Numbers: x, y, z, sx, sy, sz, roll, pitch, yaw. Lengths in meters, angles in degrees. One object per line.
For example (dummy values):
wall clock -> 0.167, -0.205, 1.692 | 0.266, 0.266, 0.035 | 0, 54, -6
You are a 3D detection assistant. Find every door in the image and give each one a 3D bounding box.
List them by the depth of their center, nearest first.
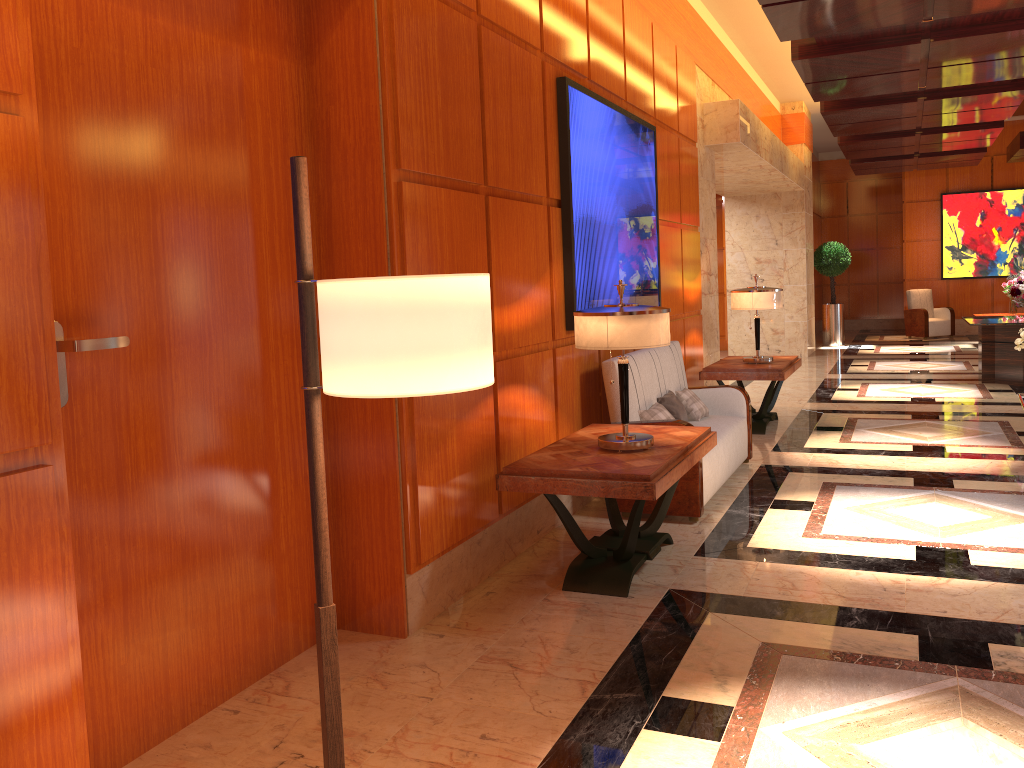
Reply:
door -> -0.949, -0.194, 2.884 | 0.340, 2.643, 1.543 | -1, 5, 24

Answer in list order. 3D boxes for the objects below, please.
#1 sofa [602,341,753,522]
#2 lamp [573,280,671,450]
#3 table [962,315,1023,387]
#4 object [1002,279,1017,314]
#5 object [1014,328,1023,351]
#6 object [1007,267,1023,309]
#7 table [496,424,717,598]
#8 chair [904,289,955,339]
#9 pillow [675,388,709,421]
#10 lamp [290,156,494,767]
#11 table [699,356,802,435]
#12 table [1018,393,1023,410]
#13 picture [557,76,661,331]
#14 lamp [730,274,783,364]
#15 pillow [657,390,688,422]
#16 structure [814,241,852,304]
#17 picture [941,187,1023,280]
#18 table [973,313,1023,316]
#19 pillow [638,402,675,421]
sofa -> 1.152, 0.224, 5.941 | 0.612, 0.929, 1.805 | 0, 6, 25
lamp -> 0.532, -0.101, 4.229 | 0.459, 0.791, 0.460 | -4, 5, -14
table -> 6.266, -0.405, 10.487 | 1.600, 0.742, 1.606 | 0, 7, 24
object -> 8.577, -1.493, 15.164 | 0.351, 0.594, 0.327 | 2, 7, 44
object -> 3.445, -0.132, 5.329 | 0.788, 0.615, 0.419 | -2, 5, 1
object -> 6.230, -1.101, 10.418 | 0.649, 0.656, 0.682 | -1, 6, 15
table -> 0.527, 0.602, 4.370 | 0.725, 0.605, 1.275 | 0, 6, 24
chair -> 8.238, -1.398, 17.530 | 0.738, 0.958, 0.630 | -4, 5, -17
pillow -> 1.293, 0.149, 6.342 | 0.202, 0.229, 0.274 | 0, 6, 27
lamp -> -0.269, 0.414, 1.637 | 0.526, 1.656, 0.361 | -1, 4, 14
table -> 2.239, 0.095, 8.214 | 0.725, 0.605, 1.275 | 0, 6, 24
table -> 3.568, 0.408, 5.454 | 0.722, 0.494, 1.565 | 0, 7, 27
picture -> 0.716, -1.152, 6.019 | 0.056, 1.448, 2.003 | -1, 6, 24
lamp -> 2.217, -0.591, 8.011 | 0.458, 0.807, 0.460 | 1, 6, 33
pillow -> 1.079, 0.188, 5.948 | 0.160, 0.252, 0.359 | -1, 6, 21
structure -> 6.015, -1.836, 16.650 | 0.721, 1.707, 0.724 | -2, 5, 2
picture -> 9.576, -2.967, 17.494 | 1.996, 1.731, 0.057 | 0, 5, 24
table -> 8.575, -0.927, 15.184 | 1.167, 0.532, 0.727 | 0, 6, 24
pillow -> 0.929, 0.249, 5.542 | 0.195, 0.226, 0.345 | 0, 6, 29
